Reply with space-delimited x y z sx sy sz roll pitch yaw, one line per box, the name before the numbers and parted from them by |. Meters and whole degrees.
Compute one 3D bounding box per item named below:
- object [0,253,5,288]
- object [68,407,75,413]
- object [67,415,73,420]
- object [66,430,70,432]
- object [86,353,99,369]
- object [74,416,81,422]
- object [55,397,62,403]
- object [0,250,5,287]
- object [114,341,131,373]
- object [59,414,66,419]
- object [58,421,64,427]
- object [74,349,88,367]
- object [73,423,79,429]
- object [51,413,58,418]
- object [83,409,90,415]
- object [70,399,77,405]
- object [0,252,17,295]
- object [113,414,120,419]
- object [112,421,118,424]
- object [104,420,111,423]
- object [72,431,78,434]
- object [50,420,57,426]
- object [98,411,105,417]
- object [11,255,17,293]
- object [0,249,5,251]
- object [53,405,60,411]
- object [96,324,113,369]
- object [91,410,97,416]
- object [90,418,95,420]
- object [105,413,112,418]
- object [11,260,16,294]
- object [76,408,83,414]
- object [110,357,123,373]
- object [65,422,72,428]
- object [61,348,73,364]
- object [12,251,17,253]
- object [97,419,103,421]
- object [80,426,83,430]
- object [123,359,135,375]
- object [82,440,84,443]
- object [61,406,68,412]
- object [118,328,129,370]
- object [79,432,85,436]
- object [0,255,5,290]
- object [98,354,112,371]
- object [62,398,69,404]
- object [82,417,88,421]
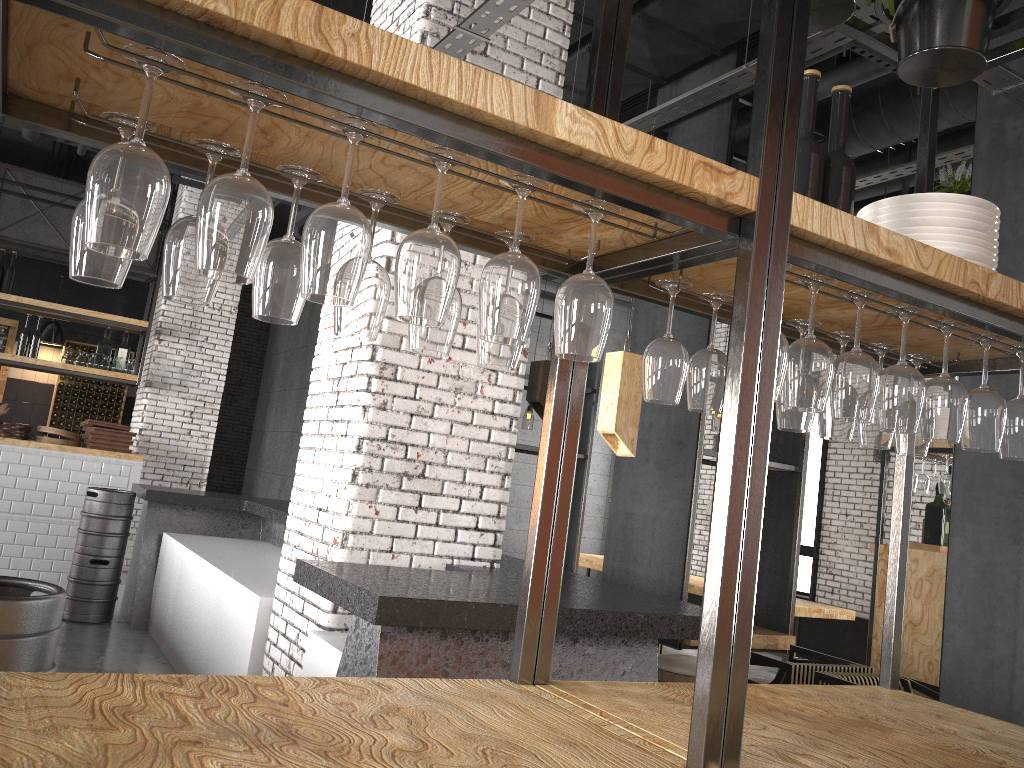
object | -5.378 -1.154 9.279 0.098 0.460 0.098 1 -10 38
object | -6.010 0.354 12.109 0.079 0.079 0.283 12 -8 -29
object | -6.028 0.458 12.102 0.079 0.079 0.280 12 -8 -29
object | -6.056 0.665 12.072 0.079 0.079 0.280 12 -8 -29
object | -4.502 -0.253 9.530 0.118 0.181 0.118 7 -8 4
object | -5.957 0.475 12.164 0.079 0.079 0.280 12 -8 -29
object | -6.162 0.218 12.041 0.079 0.079 0.283 12 -8 -29
object | -5.311 -1.159 9.162 0.098 0.460 0.098 1 -10 38
object | -4.340 -0.300 9.860 0.156 0.407 0.105 11 -9 -25
object | -6.099 0.440 12.039 0.079 0.079 0.280 12 -8 -29
object | -6.111 0.544 12.021 0.079 0.079 0.280 12 -8 -29
object | -4.612 -0.274 9.480 0.118 0.181 0.118 5 -8 20
object | -5.949 0.577 12.112 0.079 0.079 0.280 12 -8 -29
object | -6.197 0.425 12.024 0.079 0.079 0.280 12 -8 -29
object | -5.852 0.387 12.208 0.079 0.079 0.283 12 -8 -29
object | -6.008 0.251 12.145 0.079 0.079 0.283 12 -8 -29
object | -5.219 -1.141 9.214 0.098 0.460 0.098 1 -10 38
object | -5.519 0.452 12.373 0.079 0.079 0.283 12 -8 -29
object | -5.542 0.557 12.374 0.079 0.079 0.280 12 -8 -29
object | -5.611 0.539 12.309 0.079 0.079 0.280 12 -8 -29
object | -5.965 0.680 12.101 0.079 0.079 0.280 12 -8 -29
object | -6.199 0.528 11.988 0.079 0.079 0.280 12 -8 -29
object | -5.691 0.420 12.299 0.079 0.079 0.283 12 -8 -29
object | -5.286 -1.135 9.331 0.098 0.460 0.098 1 -10 38
object | -5.281 -1.382 9.194 0.046 0.031 0.046 2 -9 38
object | -6.165 0.320 12.006 0.079 0.079 0.283 12 -8 -29
object | -4.484 -0.406 9.767 0.156 0.555 0.105 11 -9 -25
object | -5.781 0.405 12.271 0.079 0.079 0.283 12 -8 -29
object | -5.793 0.508 12.252 0.079 0.079 0.280 12 -8 -29
object | -5.617 0.437 12.357 0.079 0.079 0.283 12 -8 -29
object | -5.353 -1.130 9.448 0.098 0.460 0.098 1 -10 38
object | -5.933 0.371 12.163 0.079 0.079 0.283 12 -8 -29
object | -4.311 -0.209 9.674 0.118 0.181 0.118 0 -11 44
object | -6.050 0.562 12.101 0.079 0.079 0.280 12 -8 -29
object | -4.726 -0.294 9.437 0.118 0.181 0.118 4 -8 24
object | -5.189 -1.363 9.246 0.046 0.031 0.046 13 -9 -36
object | -5.704 0.524 12.283 0.079 0.079 0.280 12 -8 -29
object | -5.875 0.594 12.170 0.079 0.079 0.280 12 -8 -29
object | -4.179 -0.190 9.688 0.118 0.181 0.118 8 -8 -5
object | -5.896 0.800 12.128 0.079 0.079 0.280 12 -8 -29
object | -6.095 0.338 12.072 0.079 0.079 0.283 12 -8 -29
object | -4.327 -0.375 9.866 0.140 0.552 0.096 11 -9 -25
object | -5.894 0.698 12.163 0.079 0.079 0.280 12 -8 -29
object | -5.445 -1.149 9.396 0.098 0.460 0.098 1 -10 38
object | -4.405 -0.231 9.601 0.118 0.181 0.118 2 -10 37
object | -6.091 0.235 12.104 0.079 0.079 0.283 12 -8 -29
object | -5.866 0.491 12.193 0.079 0.079 0.280 12 -8 -29
